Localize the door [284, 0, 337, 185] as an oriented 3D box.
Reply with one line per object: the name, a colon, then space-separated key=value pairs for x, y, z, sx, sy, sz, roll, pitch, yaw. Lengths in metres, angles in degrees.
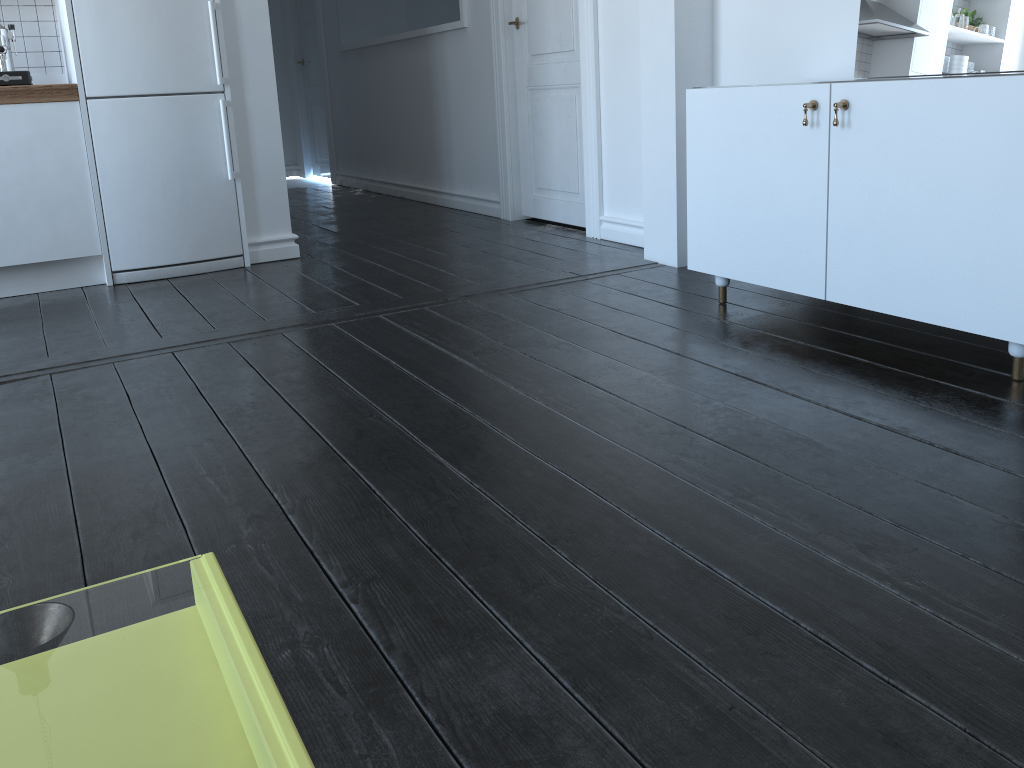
door: x=-1.882 y=-3.143 z=8.243 sx=0.117 sy=2.412 sz=1.091 roll=-10 pitch=15 yaw=-27

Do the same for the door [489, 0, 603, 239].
door: x=0.173 y=-2.052 z=4.651 sx=0.117 sy=2.412 sz=1.060 roll=-10 pitch=15 yaw=-27

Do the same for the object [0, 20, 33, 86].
object: x=-2.230 y=-1.479 z=3.844 sx=0.207 sy=0.360 sz=0.360 roll=-10 pitch=17 yaw=-27

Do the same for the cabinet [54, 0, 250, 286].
cabinet: x=-3.137 y=-1.433 z=3.465 sx=3.818 sy=2.312 sz=0.795 roll=-11 pitch=15 yaw=-24

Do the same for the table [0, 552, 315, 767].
table: x=-0.696 y=0.546 z=0.175 sx=1.414 sy=0.389 sz=0.612 roll=-13 pitch=19 yaw=-28

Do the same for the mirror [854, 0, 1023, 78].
mirror: x=1.324 y=-1.176 z=2.607 sx=0.054 sy=0.489 sz=0.710 roll=-10 pitch=18 yaw=-27

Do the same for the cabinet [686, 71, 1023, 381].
cabinet: x=1.109 y=-0.528 z=2.603 sx=0.595 sy=0.716 sz=1.225 roll=-11 pitch=19 yaw=-27

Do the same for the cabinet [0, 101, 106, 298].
cabinet: x=-3.388 y=-0.636 z=3.502 sx=3.200 sy=0.794 sz=0.746 roll=-10 pitch=17 yaw=-20

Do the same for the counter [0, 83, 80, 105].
counter: x=-3.388 y=-1.031 z=3.358 sx=3.128 sy=0.072 sz=0.864 roll=-13 pitch=21 yaw=-28

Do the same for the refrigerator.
refrigerator: x=-1.707 y=-1.431 z=4.114 sx=0.581 sy=1.756 sz=0.693 roll=-10 pitch=15 yaw=-28
